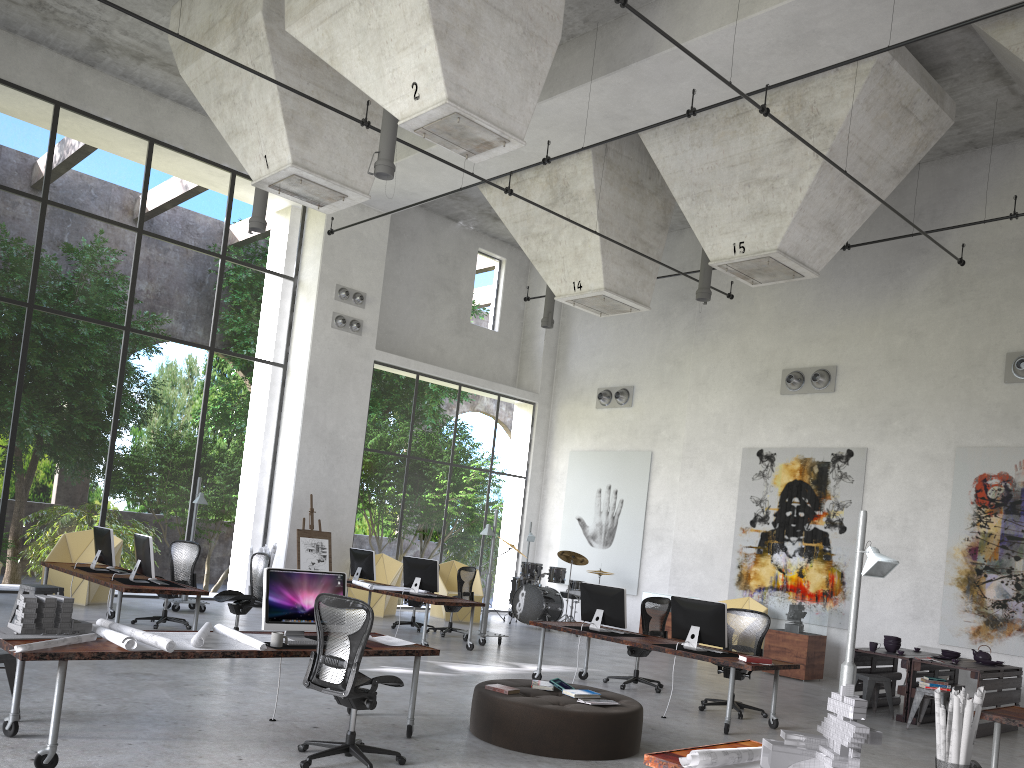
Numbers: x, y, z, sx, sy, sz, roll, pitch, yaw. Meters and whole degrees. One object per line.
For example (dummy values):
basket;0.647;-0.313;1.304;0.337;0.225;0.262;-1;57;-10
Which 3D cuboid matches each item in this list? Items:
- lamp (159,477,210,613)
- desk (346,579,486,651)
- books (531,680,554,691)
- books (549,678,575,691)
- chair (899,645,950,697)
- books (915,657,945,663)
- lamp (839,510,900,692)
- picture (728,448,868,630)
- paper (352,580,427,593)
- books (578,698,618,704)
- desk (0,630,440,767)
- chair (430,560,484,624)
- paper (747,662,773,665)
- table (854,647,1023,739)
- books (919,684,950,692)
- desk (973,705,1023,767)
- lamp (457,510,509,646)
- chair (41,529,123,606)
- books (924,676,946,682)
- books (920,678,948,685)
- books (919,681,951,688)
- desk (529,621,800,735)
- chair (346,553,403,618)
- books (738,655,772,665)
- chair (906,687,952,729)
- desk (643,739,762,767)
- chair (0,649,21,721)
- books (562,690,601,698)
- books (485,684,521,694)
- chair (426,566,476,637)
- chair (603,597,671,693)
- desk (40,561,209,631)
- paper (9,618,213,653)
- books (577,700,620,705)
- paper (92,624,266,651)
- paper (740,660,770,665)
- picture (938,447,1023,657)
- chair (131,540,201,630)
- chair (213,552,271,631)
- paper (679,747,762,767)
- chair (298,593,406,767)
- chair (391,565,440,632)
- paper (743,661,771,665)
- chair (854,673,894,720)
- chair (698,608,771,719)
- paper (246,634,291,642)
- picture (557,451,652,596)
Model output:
lamp;-5.127;2.556;14.052;0.585;2.137;0.594;9;-4;-42
desk;-1.826;3.575;13.712;0.987;0.717;3.128;13;-12;-42
books;0.279;2.728;7.957;0.197;0.034;0.289;6;-10;4
books;0.454;2.728;7.940;0.204;0.102;0.147;1;-9;32
chair;5.933;4.167;12.492;0.691;0.813;0.784;3;-7;32
books;5.119;3.369;10.765;0.303;0.030;0.227;4;-10;15
lamp;2.260;1.916;5.898;0.582;2.137;0.597;7;-3;-18
picture;4.906;2.608;15.317;0.021;2.997;2.351;8;-5;-42
paper;-1.941;3.192;13.895;1.087;0.104;0.979;13;-12;-32
books;0.731;2.698;7.474;0.302;0.039;0.222;8;-10;-8
desk;-2.093;2.265;6.527;3.172;0.718;0.973;15;-11;-42
chair;-1.076;4.110;17.463;0.986;1.160;0.938;9;-6;-23
paper;2.502;2.852;9.009;0.291;0.001;0.212;8;-10;-10
table;5.374;3.891;11.227;1.526;0.788;1.600;14;-11;-42
books;4.957;3.562;10.312;0.284;0.034;0.200;6;-10;3
desk;5.098;3.010;6.263;0.976;0.717;3.130;13;-12;-42
lamp;-0.365;3.079;14.058;0.603;2.137;0.577;9;-4;-42
chair;-6.712;2.822;13.714;0.978;1.160;0.945;6;-5;3
books;4.967;3.468;10.317;0.204;0.025;0.146;6;-10;3
books;4.960;3.496;10.318;0.254;0.032;0.177;5;-10;8
books;4.961;3.528;10.313;0.285;0.033;0.199;8;-10;-11
desk;1.575;3.293;10.026;0.987;0.717;3.128;13;-12;-42
chair;-2.636;3.811;16.747;0.978;1.160;0.946;6;-5;6
books;2.482;2.817;8.983;0.286;0.052;0.204;8;-10;-10
chair;4.922;3.820;10.285;0.419;0.485;0.443;1;-8;42
desk;2.004;2.165;3.432;0.987;0.717;3.128;13;-12;-42
chair;-3.781;2.135;6.206;0.418;0.485;0.444;4;-6;20
books;0.614;2.726;7.730;0.287;0.033;0.198;12;-11;-29
books;-0.080;2.625;7.559;0.254;0.032;0.177;-2;-13;38
chair;-0.987;3.601;14.644;0.790;1.176;0.780;5;-5;11
chair;1.616;3.273;11.197;0.789;1.176;0.781;3;-5;31
desk;-4.920;2.730;10.881;0.976;0.717;3.130;13;-12;-42
paper;-2.547;1.737;6.073;0.892;0.102;1.956;7;-10;-3
books;0.734;2.701;7.448;0.303;0.031;0.221;11;-11;-27
paper;-2.355;1.779;6.212;1.090;0.104;0.976;15;-13;-42
paper;2.502;2.851;9.009;0.289;0.001;0.214;1;-12;29
picture;7.417;2.404;12.622;0.021;2.997;2.214;8;-5;-42
chair;-4.678;2.732;12.048;0.768;1.176;0.802;5;-5;11
chair;-3.406;2.699;11.074;0.767;1.176;0.803;3;-6;36
paper;1.472;1.815;4.039;1.074;0.104;0.990;-3;-13;42
chair;-1.129;2.089;6.248;0.767;1.176;0.803;5;-5;21
chair;-1.596;3.590;14.960;0.771;1.176;0.800;7;-5;-4
paper;2.502;2.852;9.009;0.289;0.001;0.214;5;-10;9
chair;4.496;3.901;11.006;0.421;0.485;0.441;7;-6;-7
chair;2.603;3.185;10.093;0.768;1.176;0.803;5;-5;16
paper;-1.862;1.987;6.859;0.490;0.001;0.430;13;-12;-31
picture;1.955;2.961;19.123;0.021;2.997;2.333;8;-5;-42
